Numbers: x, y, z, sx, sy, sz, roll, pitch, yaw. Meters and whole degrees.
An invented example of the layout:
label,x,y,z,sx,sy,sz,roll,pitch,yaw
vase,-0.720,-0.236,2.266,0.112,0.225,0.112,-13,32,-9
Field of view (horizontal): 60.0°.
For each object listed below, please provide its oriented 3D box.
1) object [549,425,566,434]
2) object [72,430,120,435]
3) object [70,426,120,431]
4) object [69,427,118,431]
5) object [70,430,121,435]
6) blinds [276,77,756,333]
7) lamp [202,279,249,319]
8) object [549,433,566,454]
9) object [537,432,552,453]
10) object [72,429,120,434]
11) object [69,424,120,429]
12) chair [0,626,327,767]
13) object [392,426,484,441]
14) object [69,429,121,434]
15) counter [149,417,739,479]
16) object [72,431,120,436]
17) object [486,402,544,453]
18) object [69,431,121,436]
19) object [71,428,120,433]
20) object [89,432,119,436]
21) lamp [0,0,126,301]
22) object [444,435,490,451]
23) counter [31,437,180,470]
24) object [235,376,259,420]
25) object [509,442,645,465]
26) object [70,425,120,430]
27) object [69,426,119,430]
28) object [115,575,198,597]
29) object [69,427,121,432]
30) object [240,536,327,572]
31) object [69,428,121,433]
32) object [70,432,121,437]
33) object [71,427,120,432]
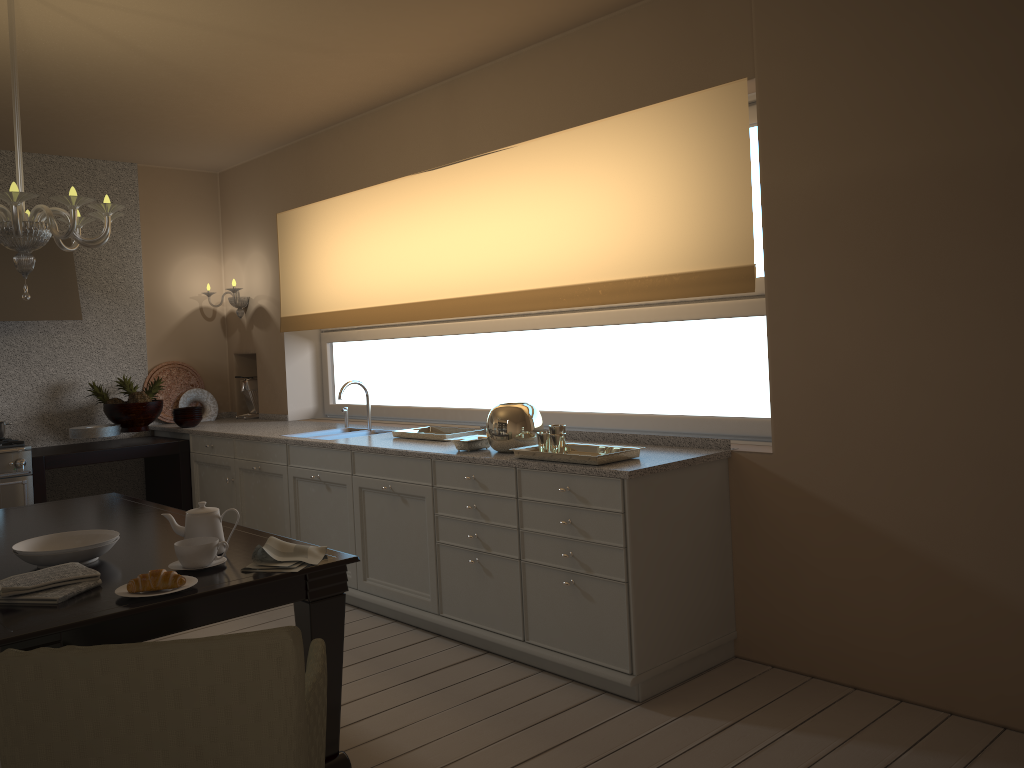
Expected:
label,x,y,z,sx,sy,sz,roll,pitch,yaw
object,0.170,0.199,3.302,0.063,0.090,0.063,-2,1,20
object,-2.505,0.292,5.327,0.278,0.011,0.279,-1,3,35
object,-2.505,0.270,5.326,0.278,0.011,0.279,-1,3,35
object,-2.506,0.272,5.327,0.278,0.011,0.279,-1,3,35
object,-2.504,0.295,5.327,0.278,0.011,0.279,-1,3,35
blinds,-0.333,-0.727,4.525,0.022,0.782,3.547,-3,2,-43
lamp,-1.942,-0.580,6.147,0.264,0.266,0.479,-4,3,-44
object,0.172,0.229,3.303,0.063,0.090,0.063,-2,1,20
object,0.127,0.229,3.361,0.063,0.090,0.063,-2,1,20
object,-2.506,0.286,5.328,0.278,0.011,0.279,-1,3,35
object,-2.506,0.261,5.327,0.278,0.011,0.279,-1,3,35
chair,-0.655,0.833,1.795,0.563,0.801,0.561,-3,1,-7
object,-0.365,0.241,4.334,0.241,0.030,0.429,-5,4,-43
object,-2.505,0.289,5.327,0.278,0.011,0.279,-1,3,35
counter,-0.812,0.257,4.709,0.653,0.068,4.237,-5,4,-43
object,-2.504,0.298,5.327,0.278,0.011,0.279,-1,3,35
object,0.011,0.178,3.630,0.236,0.195,0.235,-4,2,-26
object,-2.504,0.301,5.327,0.278,0.011,0.279,-1,3,35
object,-2.505,0.281,5.326,0.278,0.011,0.279,-1,3,35
object,-2.503,0.303,5.327,0.278,0.011,0.279,-1,3,35
lamp,-1.739,-0.857,3.122,0.675,1.127,0.701,-3,1,-24
object,-0.164,0.250,3.736,0.197,0.048,0.153,-5,3,-43
counter,-2.548,0.417,5.459,0.766,0.079,0.600,-5,4,-43
object,-1.775,0.084,6.341,0.391,0.306,0.382,-4,2,-43
object,0.238,0.257,3.313,0.274,0.034,0.446,-5,4,-43
object,-2.506,0.264,5.327,0.278,0.011,0.279,-1,3,35
object,-2.506,0.267,5.327,0.278,0.011,0.279,-1,3,35
object,-0.894,0.515,2.232,0.194,0.014,0.194,-2,3,23
object,-2.505,0.278,5.327,0.278,0.011,0.279,-1,3,35
object,-0.626,0.466,2.472,0.196,0.063,0.205,-2,2,10
object,-2.505,0.283,5.327,0.278,0.011,0.279,-1,3,35
object,-2.504,0.306,5.327,0.278,0.011,0.279,-1,3,35
object,-2.505,0.275,5.327,0.278,0.011,0.279,-1,3,35
